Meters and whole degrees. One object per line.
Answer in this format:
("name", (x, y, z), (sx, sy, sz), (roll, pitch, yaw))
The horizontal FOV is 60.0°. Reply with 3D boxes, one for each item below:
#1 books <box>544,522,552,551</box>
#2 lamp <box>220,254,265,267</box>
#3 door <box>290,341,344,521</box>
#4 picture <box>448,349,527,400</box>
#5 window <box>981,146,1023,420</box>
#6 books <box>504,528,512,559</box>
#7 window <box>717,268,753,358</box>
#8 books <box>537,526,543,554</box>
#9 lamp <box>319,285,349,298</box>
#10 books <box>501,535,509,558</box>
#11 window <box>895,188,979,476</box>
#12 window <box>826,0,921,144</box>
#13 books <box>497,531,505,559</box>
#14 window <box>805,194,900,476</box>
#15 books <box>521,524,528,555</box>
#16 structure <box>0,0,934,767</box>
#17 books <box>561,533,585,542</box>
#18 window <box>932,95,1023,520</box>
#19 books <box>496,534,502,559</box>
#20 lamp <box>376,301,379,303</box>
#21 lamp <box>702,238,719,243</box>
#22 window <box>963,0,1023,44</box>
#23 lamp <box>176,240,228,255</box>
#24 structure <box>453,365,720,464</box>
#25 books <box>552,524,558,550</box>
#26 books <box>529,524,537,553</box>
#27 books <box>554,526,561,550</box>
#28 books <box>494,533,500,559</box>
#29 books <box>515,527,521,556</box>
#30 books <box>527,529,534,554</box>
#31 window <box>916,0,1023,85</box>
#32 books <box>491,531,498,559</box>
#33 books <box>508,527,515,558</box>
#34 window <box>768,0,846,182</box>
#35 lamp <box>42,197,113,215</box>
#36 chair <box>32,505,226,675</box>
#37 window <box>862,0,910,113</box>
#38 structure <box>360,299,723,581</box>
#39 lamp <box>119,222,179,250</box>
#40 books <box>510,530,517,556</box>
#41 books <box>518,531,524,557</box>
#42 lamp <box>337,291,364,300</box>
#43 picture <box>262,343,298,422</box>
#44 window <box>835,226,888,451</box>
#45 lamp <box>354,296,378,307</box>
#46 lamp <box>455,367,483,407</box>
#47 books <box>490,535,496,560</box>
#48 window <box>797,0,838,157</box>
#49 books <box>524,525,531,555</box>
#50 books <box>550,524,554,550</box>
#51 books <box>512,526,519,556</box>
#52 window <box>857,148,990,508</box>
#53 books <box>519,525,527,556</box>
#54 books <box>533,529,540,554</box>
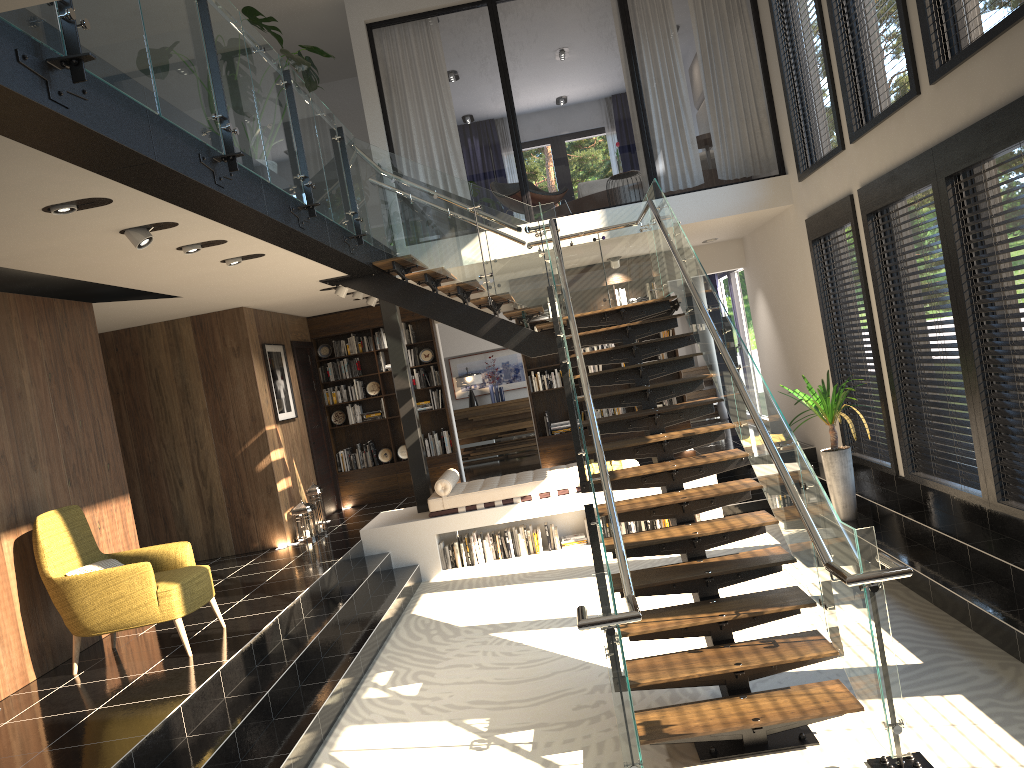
("books", (0.387, 1.631, 9.495), (0.030, 0.284, 0.176), (-10, 2, 3))
("lamp", (-2.062, -1.005, 6.763), (0.346, 0.177, 0.195), (-10, 1, 3))
("door", (-2.612, 0.601, 11.774), (0.104, 2.348, 0.930), (-10, 2, 3))
("picture", (0.664, -0.389, 15.844), (3.544, 0.749, 0.035), (-10, 2, 3))
("window", (3.241, -0.394, 5.221), (0.005, 2.298, 1.312), (-10, 2, 3))
("books", (-0.036, 1.699, 9.483), (0.033, 0.300, 0.195), (-10, 2, 3))
("window", (3.598, -0.611, 13.820), (0.184, 2.477, 2.979), (-10, 1, 3))
("books", (0.299, 1.661, 9.467), (0.050, 0.258, 0.215), (-10, 1, 3))
("lamp", (-1.904, -1.041, 9.555), (0.346, 0.263, 0.195), (-10, 2, 3))
("books", (-0.070, 1.738, 9.509), (0.050, 0.234, 0.149), (-10, 2, 3))
("window", (3.320, -0.435, 6.713), (0.005, 2.298, 1.312), (-10, 2, 3))
("window", (2.750, -3.234, 6.677), (0.358, 2.476, 1.392), (-10, 2, 3))
("books", (-0.114, 1.722, 9.497), (0.028, 0.283, 0.172), (-10, 2, 3))
("window", (3.337, -0.465, 8.359), (0.358, 2.476, 1.392), (-10, 2, 3))
("books", (0.142, 1.665, 9.482), (0.020, 0.305, 0.172), (-10, 2, 3))
("structure", (-0.101, -0.064, 6.023), (3.448, 4.870, 7.276), (-10, 1, 3))
("books", (0.653, 1.641, 9.490), (0.249, 0.026, 0.148), (-10, 1, 1))
("window", (3.172, -0.382, 5.234), (0.358, 2.476, 1.497), (-10, 2, 3))
("books", (-0.135, 1.736, 9.507), (0.019, 0.261, 0.182), (-10, 2, 3))
("lamp", (-1.789, -1.147, 11.876), (0.346, 0.177, 0.195), (-10, 1, 3))
("lamp", (2.587, -1.936, 11.624), (0.195, 0.158, 0.346), (-10, 1, 3))
("window", (2.736, -3.203, 5.072), (0.005, 2.298, 1.220), (-10, 2, 3))
("lamp", (-2.103, -0.984, 5.989), (0.346, 0.177, 0.195), (-10, 1, 3))
("structure", (0.427, 0.692, 15.710), (6.277, 0.982, 0.885), (-10, 1, 3))
("books", (0.458, 1.632, 9.482), (0.020, 0.257, 0.154), (-10, 2, 3))
("books", (0.227, 1.655, 9.507), (0.036, 0.294, 0.128), (-10, 2, 3))
("books", (0.486, 1.647, 9.481), (0.030, 0.218, 0.186), (-10, 1, 3))
("books", (-0.155, 1.740, 9.525), (0.023, 0.260, 0.133), (-10, 2, 3))
("books", (0.070, 1.686, 9.498), (0.025, 0.287, 0.169), (-10, 2, 3))
("books", (0.197, 1.681, 9.499), (0.034, 0.252, 0.151), (-10, 2, 3))
("window", (2.666, -3.190, 5.084), (0.358, 2.476, 1.392), (-10, 2, 3))
("books", (-0.180, 1.731, 9.541), (0.025, 0.285, 0.137), (-10, 2, 3))
("books", (-0.006, 1.697, 9.494), (0.025, 0.293, 0.205), (-10, 2, 3))
("window", (2.834, -3.278, 8.269), (0.358, 2.476, 1.392), (-10, 2, 3))
("lamp", (-2.186, -0.951, 4.441), (0.346, 0.158, 0.195), (-10, 1, 3))
("chair", (-2.683, 1.343, 6.215), (1.031, 1.098, 0.807), (-10, 2, 2))
("window", (2.820, -3.247, 6.665), (0.005, 2.298, 1.220), (-10, 2, 3))
("structure", (0.102, 0.243, 9.819), (3.782, 3.246, 1.148), (-10, 2, 3))
("lamp", (-2.137, -0.928, 5.217), (0.346, 0.247, 0.195), (-10, 2, 3))
("books", (0.023, 1.703, 9.510), (0.029, 0.271, 0.128), (-10, 2, 3))
("books", (0.098, 1.703, 9.474), (0.027, 0.246, 0.193), (-10, 2, 3))
("lamp", (-1.866, -1.078, 10.326), (0.346, 0.231, 0.195), (-10, 1, 3))
("picture", (-2.746, -0.024, 10.530), (0.028, 0.911, 0.748), (-10, 1, 3))
("window", (3.407, -0.478, 8.347), (0.005, 2.298, 1.220), (-10, 2, 3))
("lamp", (-1.823, -1.084, 11.101), (0.346, 0.263, 0.195), (-10, 2, 3))
("lamp", (-0.736, 0.058, 15.683), (0.470, 0.726, 0.470), (-10, 2, -4))
("books", (-0.201, 1.755, 9.545), (0.026, 0.247, 0.149), (-10, 2, 3))
("window", (2.904, -3.291, 8.257), (0.005, 2.298, 1.220), (-10, 2, 3))
("books", (0.164, 1.667, 9.485), (0.023, 0.293, 0.157), (-10, 2, 3))
("books", (0.428, 1.640, 9.510), (0.045, 0.252, 0.142), (-10, 2, 3))
("books", (0.045, 1.680, 9.507), (0.023, 0.308, 0.126), (-10, 2, 3))
("window", (3.251, -0.423, 6.726), (0.358, 2.476, 1.497), (-10, 2, 3))
("books", (0.119, 1.669, 9.488), (0.026, 0.305, 0.187), (-10, 2, 3))
("books", (0.262, 1.680, 9.462), (0.028, 0.233, 0.205), (-10, 1, 3))
